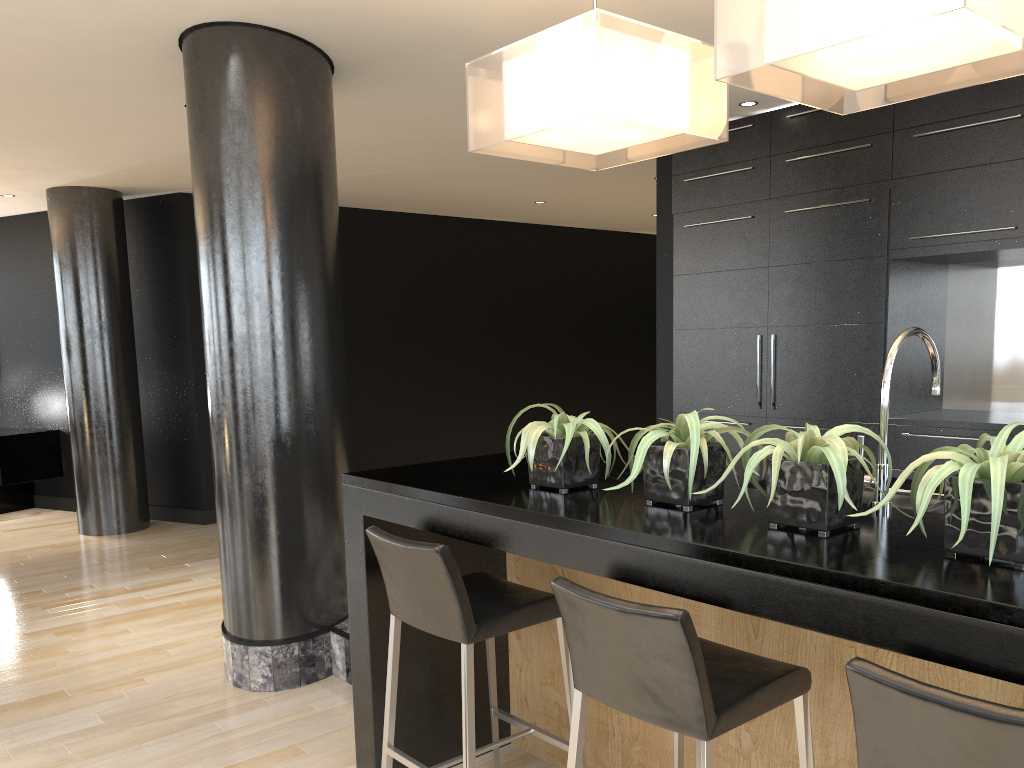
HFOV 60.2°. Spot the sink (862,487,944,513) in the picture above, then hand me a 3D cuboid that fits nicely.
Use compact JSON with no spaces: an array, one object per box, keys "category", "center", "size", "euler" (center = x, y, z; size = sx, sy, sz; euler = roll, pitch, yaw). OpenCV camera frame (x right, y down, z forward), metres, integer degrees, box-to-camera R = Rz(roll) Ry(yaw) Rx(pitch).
[{"category":"sink","center":[1.059,0.392,2.248],"size":[0.458,0.161,0.918],"euler":[-4,4,-40]}]

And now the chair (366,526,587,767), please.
[{"category":"chair","center":[-0.111,0.885,2.631],"size":[0.516,0.975,0.473],"euler":[-7,9,-40]}]

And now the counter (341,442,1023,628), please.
[{"category":"counter","center":[0.901,0.309,2.049],"size":[1.174,0.032,3.101],"euler":[-4,4,-40]}]

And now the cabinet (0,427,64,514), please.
[{"category":"cabinet","center":[-5.335,0.825,8.522],"size":[2.234,0.775,0.605],"euler":[0,6,28]}]

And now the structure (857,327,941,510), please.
[{"category":"structure","center":[1.128,0.367,2.247],"size":[0.652,1.029,2.764],"euler":[-7,6,-40]}]

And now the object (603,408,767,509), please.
[{"category":"object","center":[0.389,0.177,2.197],"size":[0.406,0.242,0.394],"euler":[-3,4,-15]}]

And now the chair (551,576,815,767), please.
[{"category":"chair","center":[0.397,0.902,2.034],"size":[0.516,0.975,0.473],"euler":[-7,9,-40]}]

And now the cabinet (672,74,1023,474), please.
[{"category":"cabinet","center":[3.135,-0.249,3.733],"size":[0.724,2.552,5.702],"euler":[-8,7,-40]}]

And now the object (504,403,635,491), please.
[{"category":"object","center":[0.144,0.167,2.524],"size":[0.397,0.242,0.403],"euler":[-3,4,-15]}]

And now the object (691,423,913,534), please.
[{"category":"object","center":[0.650,0.199,1.854],"size":[0.397,0.219,0.403],"euler":[-2,4,-15]}]

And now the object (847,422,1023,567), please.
[{"category":"object","center":[0.894,0.195,1.567],"size":[0.397,0.242,0.403],"euler":[-3,4,-15]}]

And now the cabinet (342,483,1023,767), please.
[{"category":"cabinet","center":[0.914,0.845,2.125],"size":[1.173,1.049,3.101],"euler":[-6,5,-40]}]

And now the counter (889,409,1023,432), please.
[{"category":"counter","center":[3.163,0.207,3.814],"size":[0.727,0.034,2.848],"euler":[-4,4,-40]}]

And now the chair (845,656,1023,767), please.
[{"category":"chair","center":[0.848,0.916,1.503],"size":[0.516,0.975,0.473],"euler":[-7,9,-40]}]
